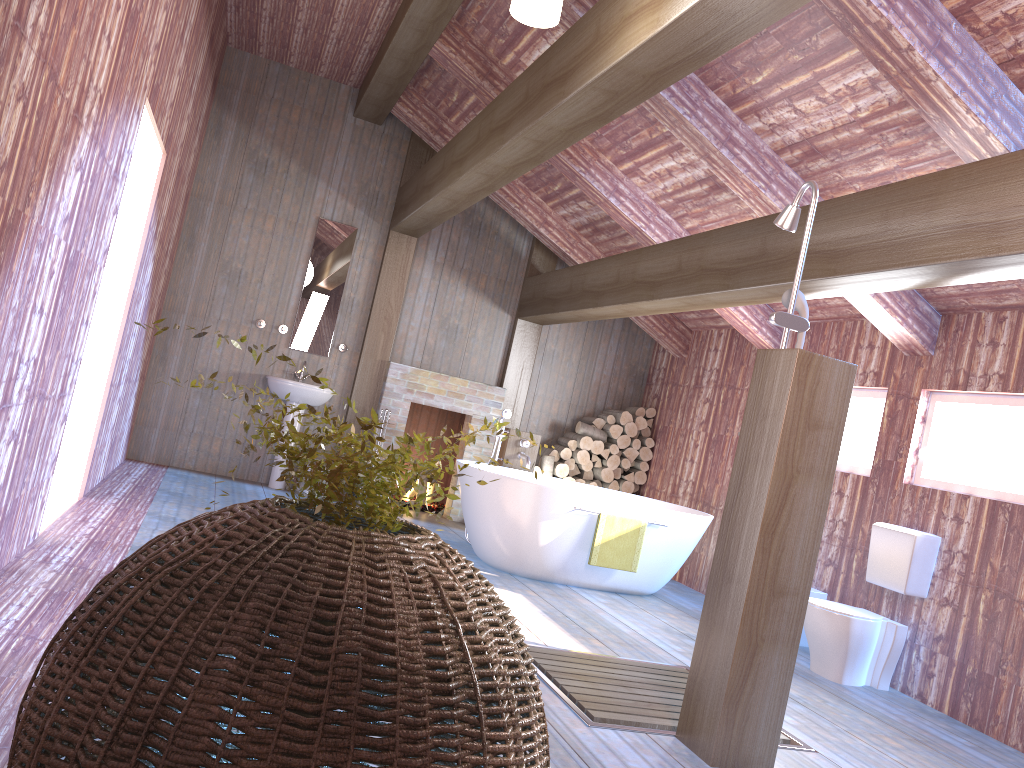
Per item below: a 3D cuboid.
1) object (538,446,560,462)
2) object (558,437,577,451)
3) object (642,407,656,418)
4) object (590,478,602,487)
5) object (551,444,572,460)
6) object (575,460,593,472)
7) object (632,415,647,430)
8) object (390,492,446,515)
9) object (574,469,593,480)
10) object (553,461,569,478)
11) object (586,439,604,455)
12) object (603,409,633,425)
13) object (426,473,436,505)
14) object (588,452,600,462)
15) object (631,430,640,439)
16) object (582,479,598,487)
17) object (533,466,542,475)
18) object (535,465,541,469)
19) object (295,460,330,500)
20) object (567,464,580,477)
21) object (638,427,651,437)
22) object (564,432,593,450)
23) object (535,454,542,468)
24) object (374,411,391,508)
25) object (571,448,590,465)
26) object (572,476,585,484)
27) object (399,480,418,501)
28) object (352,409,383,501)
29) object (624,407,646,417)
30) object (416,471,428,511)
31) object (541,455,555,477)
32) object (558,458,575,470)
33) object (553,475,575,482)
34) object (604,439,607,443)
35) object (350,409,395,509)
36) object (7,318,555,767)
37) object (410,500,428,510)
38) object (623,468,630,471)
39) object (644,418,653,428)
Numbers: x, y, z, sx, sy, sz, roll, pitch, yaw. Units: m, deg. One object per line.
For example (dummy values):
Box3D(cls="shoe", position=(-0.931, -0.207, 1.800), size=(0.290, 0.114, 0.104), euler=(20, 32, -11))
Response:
Box3D(cls="object", position=(0.343, 0.665, 8.418), size=(0.114, 0.113, 0.301), euler=(14, -3, -20))
Box3D(cls="object", position=(0.529, 0.568, 8.441), size=(0.106, 0.112, 0.282), euler=(13, -3, -17))
Box3D(cls="object", position=(1.303, 0.281, 8.718), size=(0.112, 0.113, 0.271), euler=(13, -3, -18))
Box3D(cls="object", position=(0.761, 0.970, 8.625), size=(0.116, 0.118, 0.289), euler=(14, -3, -20))
Box3D(cls="object", position=(0.464, 0.645, 8.406), size=(0.115, 0.123, 0.291), euler=(13, -3, -17))
Box3D(cls="object", position=(0.667, 0.759, 8.479), size=(0.115, 0.123, 0.291), euler=(13, -3, -17))
Box3D(cls="object", position=(1.165, 0.372, 8.659), size=(0.133, 0.142, 0.456), euler=(13, -3, -17))
Box3D(cls="object", position=(-0.992, 1.166, 8.819), size=(0.829, 0.085, 0.935), euler=(14, -3, -36))
Box3D(cls="object", position=(0.682, 0.862, 8.596), size=(0.104, 0.127, 0.321), euler=(13, -3, -17))
Box3D(cls="object", position=(0.399, 0.788, 8.397), size=(0.138, 0.147, 0.440), euler=(13, -3, -18))
Box3D(cls="object", position=(0.734, 0.582, 8.504), size=(0.138, 0.147, 0.440), euler=(13, -3, -18))
Box3D(cls="object", position=(1.021, 0.322, 8.608), size=(0.135, 0.139, 0.456), euler=(13, -3, -17))
Box3D(cls="object", position=(-0.837, 1.032, 8.770), size=(0.140, 0.459, 0.266), euler=(13, -2, 0))
Box3D(cls="object", position=(0.750, 0.700, 8.508), size=(0.088, 0.092, 0.280), euler=(13, -3, -17))
Box3D(cls="object", position=(1.128, 0.486, 8.735), size=(0.132, 0.119, 0.319), euler=(13, -3, -17))
Box3D(cls="object", position=(0.687, 0.957, 8.495), size=(0.098, 0.100, 0.437), euler=(14, -3, -20))
Box3D(cls="object", position=(0.142, 0.811, 8.324), size=(0.139, 0.137, 0.455), euler=(14, -3, -20))
Box3D(cls="object", position=(0.203, 0.806, 8.446), size=(0.099, 0.093, 0.280), euler=(13, -3, -17))
Box3D(cls="object", position=(-1.711, 0.835, 7.721), size=(0.309, 0.290, 0.308), euler=(13, -3, -8))
Box3D(cls="object", position=(0.548, 0.814, 8.548), size=(0.128, 0.150, 0.323), euler=(13, -3, -18))
Box3D(cls="object", position=(1.259, 0.458, 8.709), size=(0.107, 0.115, 0.269), euler=(13, -3, -17))
Box3D(cls="object", position=(0.630, 0.543, 8.469), size=(0.135, 0.145, 0.439), euler=(13, -3, -18))
Box3D(cls="object", position=(0.259, 0.735, 8.464), size=(0.108, 0.113, 0.302), euler=(13, -3, -17))
Box3D(cls="object", position=(-1.138, 0.663, 7.756), size=(0.206, 0.871, 0.126), euler=(12, -3, 25))
Box3D(cls="object", position=(0.591, 0.674, 8.454), size=(0.141, 0.143, 0.437), euler=(14, -3, -20))
Box3D(cls="object", position=(0.589, 0.937, 8.467), size=(0.114, 0.120, 0.303), euler=(13, -3, -17))
Box3D(cls="object", position=(-0.977, 1.038, 8.658), size=(0.221, 0.306, 0.121), euler=(12, -3, 9))
Box3D(cls="object", position=(-1.275, 0.618, 7.723), size=(0.136, 0.846, 0.062), euler=(15, -3, -37))
Box3D(cls="object", position=(1.200, 0.281, 8.683), size=(0.104, 0.121, 0.270), euler=(13, -3, -17))
Box3D(cls="object", position=(-0.863, 1.000, 8.521), size=(0.098, 0.434, 0.283), euler=(14, -3, -20))
Box3D(cls="object", position=(0.322, 0.805, 8.192), size=(0.147, 0.298, 0.109), euler=(13, -3, -15))
Box3D(cls="object", position=(0.493, 0.744, 8.436), size=(0.111, 0.113, 0.301), euler=(14, -3, -19))
Box3D(cls="object", position=(0.452, 0.913, 8.434), size=(0.139, 0.148, 0.458), euler=(13, -3, -18))
Box3D(cls="object", position=(0.816, 0.527, 8.629), size=(0.121, 0.124, 0.291), euler=(13, -3, -17))
Box3D(cls="object", position=(-1.227, 0.642, 7.793), size=(0.276, 0.888, 0.333), euler=(12, -3, 24))
Box3D(cls="object", position=(-0.362, 0.487, 1.697), size=(0.972, 1.073, 0.970), euler=(15, -3, -37))
Box3D(cls="object", position=(-0.908, 1.158, 8.520), size=(0.085, 0.084, 0.278), euler=(11, -3, 29))
Box3D(cls="object", position=(1.075, 0.805, 8.607), size=(0.067, 0.069, 0.177), euler=(13, -3, -18))
Box3D(cls="object", position=(1.283, 0.365, 8.730), size=(0.081, 0.100, 0.281), euler=(13, -3, -18))
